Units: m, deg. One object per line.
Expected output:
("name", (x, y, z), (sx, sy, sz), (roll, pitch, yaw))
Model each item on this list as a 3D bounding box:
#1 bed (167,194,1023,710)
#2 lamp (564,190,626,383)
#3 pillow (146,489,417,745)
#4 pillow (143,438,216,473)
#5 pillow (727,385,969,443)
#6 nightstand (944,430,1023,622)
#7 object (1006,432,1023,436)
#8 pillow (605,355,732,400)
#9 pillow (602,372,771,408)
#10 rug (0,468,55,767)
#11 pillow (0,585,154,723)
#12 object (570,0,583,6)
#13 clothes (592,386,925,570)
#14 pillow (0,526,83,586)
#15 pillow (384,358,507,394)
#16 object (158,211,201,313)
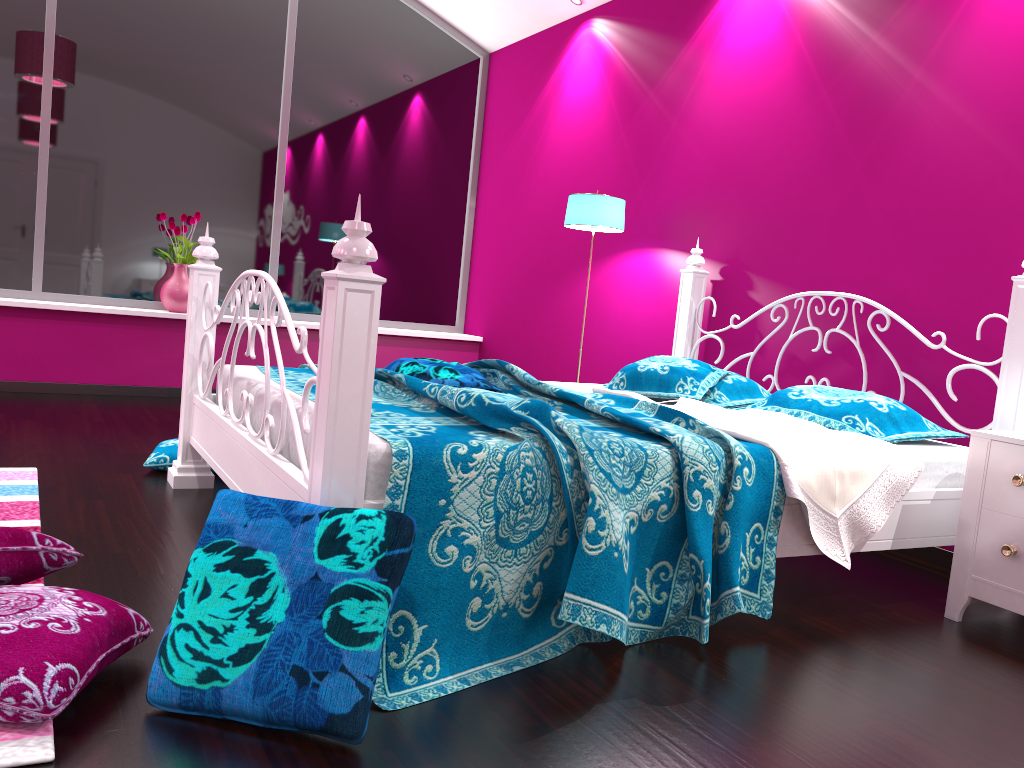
("bed", (0.219, -0.068, 2.990), (2.317, 1.143, 2.167), (3, 6, -29))
("lamp", (0.360, -0.291, 4.465), (0.303, 1.352, 0.303), (7, 5, 16))
("pillow", (-0.401, 0.396, 1.566), (0.402, 0.357, 0.264), (7, 5, 11))
("pillow", (-1.210, 0.278, 3.505), (0.401, 0.101, 0.417), (5, 5, -13))
("pillow", (1.111, 0.088, 3.025), (0.401, 0.141, 0.717), (3, 6, -27))
("nightstand", (1.594, 0.402, 2.233), (0.455, 0.616, 0.742), (3, 6, -29))
("object", (1.382, 0.137, 2.405), (0.073, 0.006, 0.073), (8, 6, 23))
("pillow", (0.607, -0.021, 3.465), (0.404, 0.176, 0.418), (8, 6, 28))
("pillow", (0.752, -0.004, 3.661), (0.401, 0.141, 0.717), (2, 6, -34))
("rug", (-1.797, 0.401, 1.899), (1.400, 0.018, 2.100), (3, 6, -29))
("pillow", (-0.896, 0.448, 1.540), (0.429, 0.142, 0.400), (5, 5, -5))
("object", (0.377, -2.233, 5.140), (0.085, 0.058, 0.080), (3, 6, -29))
("clothes", (0.656, 0.253, 2.802), (0.553, 0.376, 1.036), (2, 6, -34))
("pillow", (-1.138, 0.365, 1.707), (0.391, 0.224, 0.425), (9, 6, 29))
("pillow", (-0.270, -0.023, 3.162), (0.425, 0.127, 0.404), (4, 5, -19))
("object", (-1.993, -0.738, 5.356), (0.264, 0.614, 0.242), (8, 6, 29))
